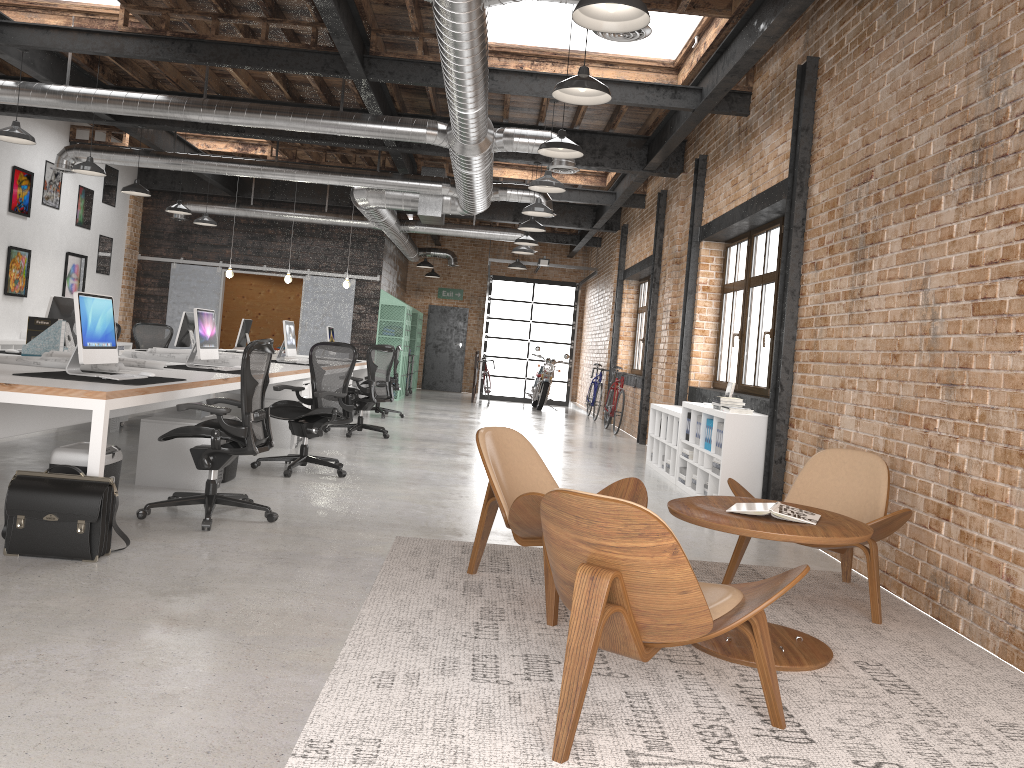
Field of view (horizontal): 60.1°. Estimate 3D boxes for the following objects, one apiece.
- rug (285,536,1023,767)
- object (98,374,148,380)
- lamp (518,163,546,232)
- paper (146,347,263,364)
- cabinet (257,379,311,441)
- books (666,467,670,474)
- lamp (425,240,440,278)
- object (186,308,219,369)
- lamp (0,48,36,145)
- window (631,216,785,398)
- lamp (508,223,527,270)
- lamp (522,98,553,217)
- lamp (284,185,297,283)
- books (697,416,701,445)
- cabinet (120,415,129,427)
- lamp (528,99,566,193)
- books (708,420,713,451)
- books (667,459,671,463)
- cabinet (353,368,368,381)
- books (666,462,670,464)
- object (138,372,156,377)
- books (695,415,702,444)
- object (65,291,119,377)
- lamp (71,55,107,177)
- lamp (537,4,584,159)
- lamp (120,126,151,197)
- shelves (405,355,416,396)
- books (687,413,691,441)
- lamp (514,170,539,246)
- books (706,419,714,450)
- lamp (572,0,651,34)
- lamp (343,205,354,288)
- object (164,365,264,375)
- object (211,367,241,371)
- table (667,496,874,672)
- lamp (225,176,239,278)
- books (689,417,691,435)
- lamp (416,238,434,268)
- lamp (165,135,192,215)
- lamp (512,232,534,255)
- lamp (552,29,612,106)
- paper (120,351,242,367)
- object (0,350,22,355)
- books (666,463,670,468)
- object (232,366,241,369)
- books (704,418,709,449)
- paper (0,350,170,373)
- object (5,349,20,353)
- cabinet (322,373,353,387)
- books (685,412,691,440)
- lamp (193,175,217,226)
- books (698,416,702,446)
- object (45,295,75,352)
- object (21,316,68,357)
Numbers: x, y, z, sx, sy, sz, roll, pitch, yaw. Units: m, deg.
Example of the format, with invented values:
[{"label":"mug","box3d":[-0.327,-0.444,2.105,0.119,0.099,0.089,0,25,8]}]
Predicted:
[{"label":"rug","box3d":[0.725,1.067,3.718,2.728,0.004,2.998,5,2,-2]},{"label":"object","box3d":[-2.292,-0.042,5.235,0.118,0.017,0.439,5,2,-2]},{"label":"lamp","box3d":[0.288,-2.397,11.329,0.362,0.857,0.361,5,0,21]},{"label":"paper","box3d":[-3.263,-0.306,9.425,0.973,0.105,1.077,3,3,-37]},{"label":"cabinet","box3d":[-2.372,0.269,9.121,0.460,0.648,0.387,5,0,-2]},{"label":"books","box3d":[1.677,0.874,8.897,0.217,0.072,0.290,5,2,-2]},{"label":"lamp","box3d":[-1.803,-3.174,20.741,0.361,1.339,0.362,5,-1,-24]},{"label":"object","box3d":[-2.552,-0.376,7.315,0.189,0.485,0.484,5,1,-2]},{"label":"lamp","box3d":[-4.633,-2.713,8.321,0.362,0.857,0.361,5,0,16]},{"label":"window","box3d":[2.287,-0.834,11.312,0.147,1.691,8.639,5,2,-2]},{"label":"lamp","box3d":[0.135,-2.614,16.769,0.361,0.857,0.362,5,0,-24]},{"label":"lamp","box3d":[0.348,-2.596,10.011,0.361,1.363,0.362,5,-1,-29]},{"label":"lamp","box3d":[-3.465,-2.426,13.988,0.123,1.679,0.123,5,-1,-4]},{"label":"books","box3d":[1.788,0.426,7.948,0.232,0.261,0.062,5,-1,-2]},{"label":"cabinet","box3d":[-4.215,0.110,9.072,0.460,0.648,0.387,5,0,-2]},{"label":"lamp","box3d":[0.369,-2.282,8.457,0.362,0.857,0.361,5,0,16]},{"label":"books","box3d":[1.788,0.443,7.486,0.232,0.261,0.062,5,-1,-2]},{"label":"books","box3d":[1.681,0.779,8.879,0.214,0.052,0.252,5,2,-2]},{"label":"cabinet","box3d":[-2.516,0.065,14.225,0.460,0.648,0.387,5,0,-2]},{"label":"books","box3d":[1.680,0.797,8.883,0.219,0.039,0.260,5,2,-2]},{"label":"object","box3d":[-2.293,-0.061,5.563,0.106,0.028,0.059,5,2,0]},{"label":"books","box3d":[1.786,0.423,8.012,0.232,0.261,0.062,5,-1,-2]},{"label":"object","box3d":[-2.494,-0.294,5.258,0.189,0.485,0.484,5,1,-2]},{"label":"lamp","box3d":[-4.655,-3.028,9.874,0.361,1.363,0.362,5,-1,-9]},{"label":"lamp","box3d":[0.436,-2.472,6.900,0.362,1.363,0.361,5,-1,16]},{"label":"lamp","box3d":[-4.714,-2.828,11.192,0.362,0.857,0.361,5,0,6]},{"label":"shelves","box3d":[-2.407,-0.210,18.959,0.567,0.856,0.985,5,1,-2]},{"label":"books","box3d":[1.772,0.411,8.309,0.232,0.261,0.062,5,-1,-2]},{"label":"lamp","box3d":[0.267,-2.711,12.883,0.362,1.363,0.361,5,-1,6]},{"label":"books","box3d":[1.787,0.441,7.551,0.232,0.261,0.062,5,-1,-2]},{"label":"lamp","box3d":[0.515,-2.360,4.087,0.361,1.363,0.362,5,-1,-24]},{"label":"lamp","box3d":[-2.549,-2.347,14.013,0.123,1.679,0.123,5,-1,-4]},{"label":"object","box3d":[-2.461,-0.121,7.308,0.687,0.008,0.849,5,2,-1]},{"label":"object","box3d":[-2.350,-0.124,7.292,0.118,0.017,0.439,5,2,-2]},{"label":"table","box3d":[1.044,0.812,3.700,0.825,0.570,0.827,5,1,-14]},{"label":"lamp","box3d":[-4.382,-2.506,13.963,0.123,1.679,0.123,5,-1,-4]},{"label":"books","box3d":[1.774,0.413,8.244,0.232,0.261,0.062,5,-1,-2]},{"label":"lamp","box3d":[-1.734,-3.076,18.273,0.361,1.339,0.362,5,-1,-24]},{"label":"lamp","box3d":[-4.736,-3.143,12.746,0.362,1.363,0.361,5,-1,6]},{"label":"lamp","box3d":[0.211,-2.507,14.084,0.362,0.857,0.361,5,0,16]},{"label":"lamp","box3d":[0.457,-2.158,5.346,0.361,0.857,0.362,5,0,-24]},{"label":"paper","box3d":[-2.976,-0.230,8.040,1.133,0.082,0.083,5,1,-7]},{"label":"object","box3d":[-3.868,-0.246,7.360,0.687,0.008,0.848,5,2,0]},{"label":"books","box3d":[1.675,0.823,8.890,0.207,0.067,0.275,5,2,-2]},{"label":"object","box3d":[-2.351,-0.143,7.620,0.106,0.028,0.059,5,2,-3]},{"label":"books","box3d":[1.785,0.438,7.614,0.232,0.261,0.062,5,-1,-2]},{"label":"paper","box3d":[-3.028,-0.165,6.212,0.975,0.105,1.076,5,2,-4]},{"label":"object","box3d":[-3.971,-0.263,7.042,0.106,0.028,0.059,5,2,-3]},{"label":"cabinet","box3d":[-2.455,0.151,12.083,0.460,0.648,0.387,5,0,-2]},{"label":"books","box3d":[1.770,0.408,8.373,0.232,0.261,0.062,5,-1,-2]},{"label":"lamp","box3d":[-4.792,-2.938,13.948,0.362,0.857,0.361,5,0,16]},{"label":"books","box3d":[1.790,0.429,7.883,0.232,0.261,0.062,5,-1,-2]},{"label":"object","box3d":[-3.732,-0.481,7.353,0.189,0.485,0.484,5,1,-2]},{"label":"object","box3d":[-3.599,-0.356,6.845,0.280,0.312,0.150,5,0,-2]}]
